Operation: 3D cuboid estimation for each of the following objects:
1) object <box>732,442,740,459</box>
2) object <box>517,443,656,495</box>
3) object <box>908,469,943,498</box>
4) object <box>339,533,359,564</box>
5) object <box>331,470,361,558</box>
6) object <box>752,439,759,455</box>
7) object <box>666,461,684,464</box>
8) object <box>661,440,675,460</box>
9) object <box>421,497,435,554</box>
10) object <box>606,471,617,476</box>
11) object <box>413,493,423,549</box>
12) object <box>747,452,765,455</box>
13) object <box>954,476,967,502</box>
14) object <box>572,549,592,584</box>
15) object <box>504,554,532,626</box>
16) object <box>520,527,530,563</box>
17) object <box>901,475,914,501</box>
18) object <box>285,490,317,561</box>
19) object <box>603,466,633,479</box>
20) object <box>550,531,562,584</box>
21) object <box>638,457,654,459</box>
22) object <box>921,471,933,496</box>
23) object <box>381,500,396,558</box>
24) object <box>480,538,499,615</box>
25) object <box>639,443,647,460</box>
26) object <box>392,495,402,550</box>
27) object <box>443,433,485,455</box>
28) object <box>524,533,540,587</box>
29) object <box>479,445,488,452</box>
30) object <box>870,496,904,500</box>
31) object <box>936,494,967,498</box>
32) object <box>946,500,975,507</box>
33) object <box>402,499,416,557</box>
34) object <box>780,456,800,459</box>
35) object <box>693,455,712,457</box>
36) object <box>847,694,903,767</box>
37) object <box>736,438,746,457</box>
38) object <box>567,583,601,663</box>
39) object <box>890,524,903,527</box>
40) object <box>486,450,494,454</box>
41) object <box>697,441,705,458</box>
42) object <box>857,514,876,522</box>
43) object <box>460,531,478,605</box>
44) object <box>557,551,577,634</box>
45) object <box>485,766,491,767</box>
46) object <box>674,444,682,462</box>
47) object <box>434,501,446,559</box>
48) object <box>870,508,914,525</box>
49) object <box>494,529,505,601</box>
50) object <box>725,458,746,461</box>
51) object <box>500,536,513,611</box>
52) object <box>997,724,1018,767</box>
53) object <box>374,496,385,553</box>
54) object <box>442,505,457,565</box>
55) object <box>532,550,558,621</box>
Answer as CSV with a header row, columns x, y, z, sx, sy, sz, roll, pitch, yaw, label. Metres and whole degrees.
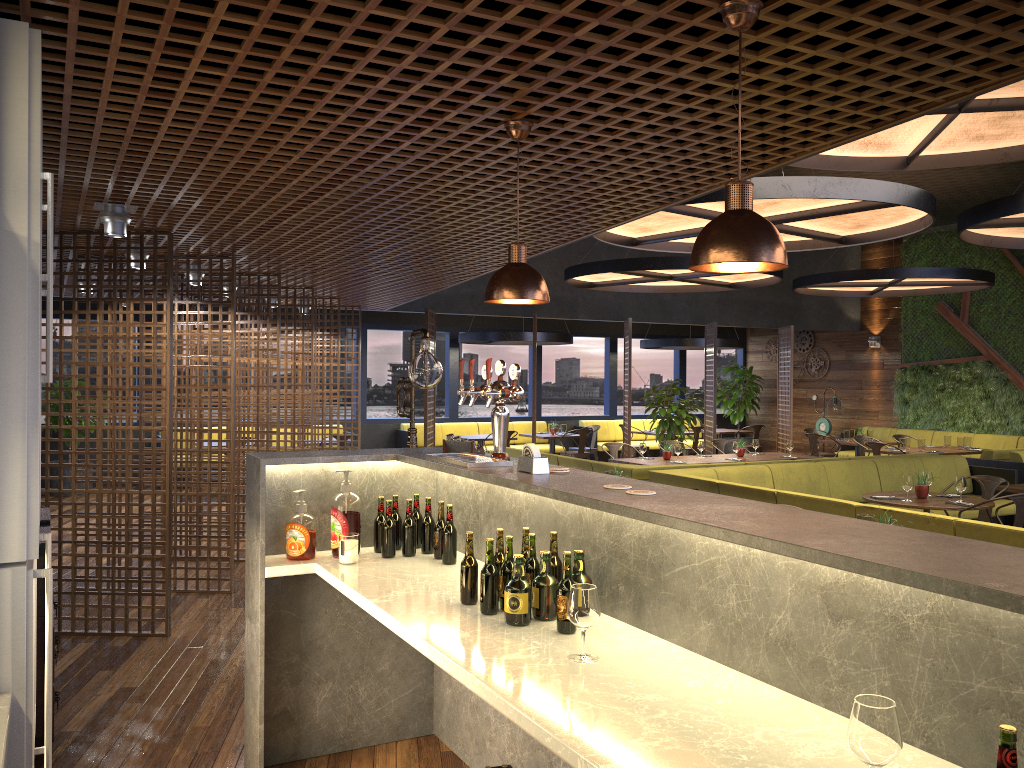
x,y,z,sx,sy,sz,roll,pitch,yaw,label
2.797,0.833,11.067,0.097,0.206,0.097,1,0,18,object
0.277,0.272,2.987,0.200,0.106,0.766,0,0,-28,object
3.453,0.825,7.472,0.238,0.271,0.260,0,0,-6,object
-0.702,0.708,3.819,0.088,0.123,0.088,0,0,-22,object
-0.740,0.575,3.958,0.133,0.385,0.133,1,0,12,object
3.203,0.832,11.663,0.097,0.206,0.097,1,0,18,object
1.928,0.923,10.483,0.157,0.019,0.255,0,0,-27,object
1.889,0.791,10.832,0.238,0.271,0.260,0,0,-6,object
-0.382,0.644,4.042,0.063,0.254,0.063,1,0,34,object
0.864,0.849,7.699,0.102,0.178,0.102,0,0,-42,object
-0.450,0.643,4.172,0.063,0.254,0.063,1,0,34,object
3.267,0.926,11.826,0.157,0.019,0.255,0,0,-27,object
3.688,0.864,7.288,0.097,0.206,0.097,0,0,-3,object
0.226,0.670,2.985,0.088,0.224,0.088,0,0,-33,object
0.020,0.669,2.891,0.088,0.224,0.088,1,0,17,object
0.050,0.652,3.240,0.063,0.254,0.063,0,0,-31,object
3.262,0.860,7.315,0.097,0.206,0.097,1,0,14,object
-0.927,0.616,3.901,0.133,0.301,0.133,0,0,-22,object
0.903,0.804,7.558,0.260,0.271,0.238,0,0,-26,object
0.148,0.653,3.158,0.063,0.254,0.063,1,0,34,object
1.658,0.918,10.980,0.157,0.019,0.255,0,0,-27,object
3.586,0.861,7.659,0.097,0.206,0.097,1,0,11,object
-0.548,0.643,3.943,0.063,0.254,0.063,0,0,-41,object
-0.076,0.653,3.012,0.063,0.254,0.063,1,0,25,object
1.595,0.824,10.817,0.097,0.206,0.097,1,0,18,object
-0.543,0.643,4.125,0.063,0.254,0.063,1,0,14,object
-0.217,0.269,3.969,0.177,0.091,0.091,1,0,37,object
0.069,0.653,3.116,0.063,0.254,0.063,0,0,-25,object
-0.342,0.779,9.927,0.260,0.271,0.238,0,0,-26,object
3.158,0.952,7.456,0.255,0.019,0.157,0,0,5,object
3.744,0.956,7.589,0.255,0.019,0.157,0,0,-25,object
3.605,0.958,7.135,0.157,0.019,0.255,0,0,-21,object
-0.461,0.644,3.977,0.063,0.254,0.063,0,0,-36,object
3.537,0.931,11.328,0.157,0.019,0.255,0,0,-27,object
2.463,0.922,11.403,0.157,0.019,0.255,0,0,-27,object
0.673,0.691,1.647,0.097,0.206,0.097,1,0,22,object
2.929,0.796,11.379,0.238,0.271,0.260,0,0,-6,object
0.205,0.682,2.537,0.097,0.206,0.097,0,0,4,object
2.115,0.877,4.922,0.102,0.178,0.102,1,0,8,object
-0.238,0.827,9.816,0.102,0.178,0.102,0,0,-22,object
2.399,0.828,11.240,0.097,0.206,0.097,1,0,18,object
2.120,0.874,5.309,0.102,0.178,0.102,0,0,-42,object
-0.151,0.651,3.143,0.063,0.254,0.063,1,0,14,object
0.173,0.656,2.797,0.063,0.254,0.063,0,0,-40,object
-0.094,1.597,3.459,0.056,0.205,0.056,0,0,-15,object
1.993,0.829,10.644,0.097,0.206,0.097,1,0,18,object
-0.314,0.645,3.926,0.063,0.254,0.063,0,0,0,object
2.160,0.829,5.142,0.238,0.271,0.260,0,0,-6,object
-0.044,0.652,3.209,0.063,0.254,0.063,1,0,34,object
2.732,0.927,10.906,0.157,0.019,0.255,0,0,-27,object
-0.011,0.653,3.064,0.063,0.254,0.063,0,0,0,object
0.784,0.670,1.405,0.063,0.254,0.063,0,0,-31,object
-0.600,0.643,4.061,0.063,0.254,0.063,0,0,-36,object
-0.269,0.647,3.816,0.063,0.254,0.063,1,0,34,object
0.111,0.669,2.957,0.088,0.224,0.088,0,0,2,object
